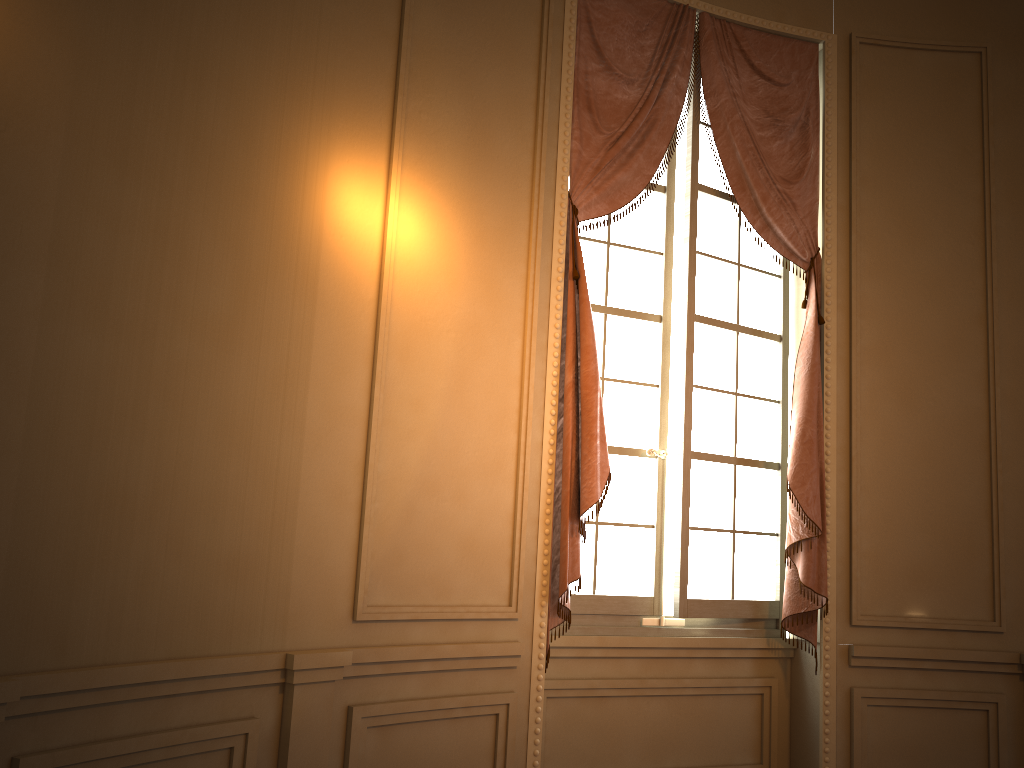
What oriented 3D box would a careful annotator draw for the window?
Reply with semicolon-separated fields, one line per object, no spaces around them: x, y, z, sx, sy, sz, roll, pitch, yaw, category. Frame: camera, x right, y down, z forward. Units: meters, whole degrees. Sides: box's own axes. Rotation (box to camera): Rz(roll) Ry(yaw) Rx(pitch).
0.743;-0.305;4.016;1.332;2.821;0.151;7;-9;-22;window

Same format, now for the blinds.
0.828;-0.275;3.801;1.357;2.961;0.282;7;-9;-23;blinds
